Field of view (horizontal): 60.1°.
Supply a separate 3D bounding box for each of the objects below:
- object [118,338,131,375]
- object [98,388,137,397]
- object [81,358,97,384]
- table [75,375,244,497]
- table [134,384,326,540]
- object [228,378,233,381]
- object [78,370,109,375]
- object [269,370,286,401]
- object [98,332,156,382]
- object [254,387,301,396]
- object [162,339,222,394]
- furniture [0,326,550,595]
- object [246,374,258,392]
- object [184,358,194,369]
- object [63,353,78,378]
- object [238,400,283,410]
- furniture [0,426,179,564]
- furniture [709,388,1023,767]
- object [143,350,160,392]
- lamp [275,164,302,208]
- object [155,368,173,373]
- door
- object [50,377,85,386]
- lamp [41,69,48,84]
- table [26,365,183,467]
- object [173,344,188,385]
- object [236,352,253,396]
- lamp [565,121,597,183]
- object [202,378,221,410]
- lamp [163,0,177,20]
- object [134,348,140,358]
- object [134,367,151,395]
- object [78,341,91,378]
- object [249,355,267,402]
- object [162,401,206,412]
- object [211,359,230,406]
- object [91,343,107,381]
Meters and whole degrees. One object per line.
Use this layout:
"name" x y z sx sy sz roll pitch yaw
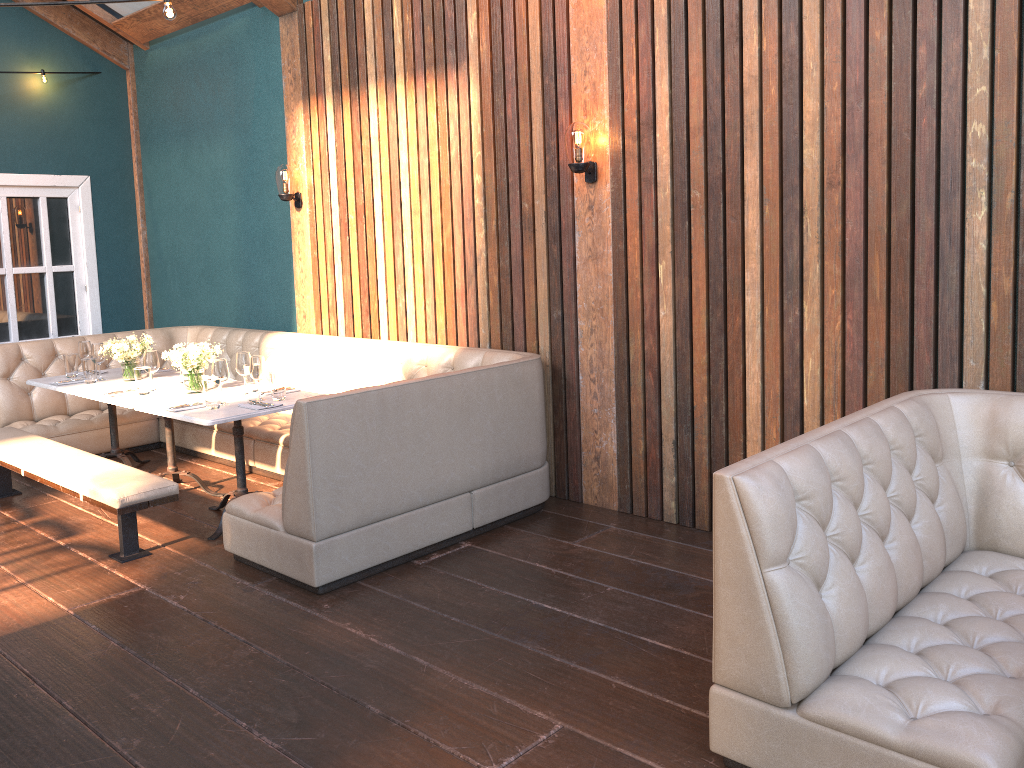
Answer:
"object" -2.663 -0.191 6.083 0.092 0.243 0.093 -3 6 -5
"object" -2.308 0.046 5.257 0.158 0.019 0.256 7 13 42
"object" -2.723 -0.084 5.707 0.092 0.157 0.092 2 8 29
"table" -2.111 0.352 5.467 0.801 0.667 0.803 5 11 43
"table" -1.510 0.422 4.915 0.800 0.667 0.803 5 10 41
"object" -1.908 -0.023 5.588 0.158 0.019 0.256 7 13 42
"object" -2.915 -0.082 6.156 0.256 0.019 0.158 7 13 43
"object" -1.276 0.010 4.833 0.092 0.157 0.092 2 8 29
"object" -2.498 -0.175 5.751 0.329 0.307 0.339 -1 8 8
"object" -1.356 0.042 5.081 0.158 0.019 0.256 7 13 42
"object" -1.876 -0.106 5.199 0.336 0.307 0.331 -3 8 -5
"furniture" -1.799 0.197 5.763 4.168 0.853 1.719 7 12 42
"object" -1.509 -0.034 5.146 0.092 0.157 0.092 2 8 29
"object" -2.061 -0.098 5.653 0.092 0.157 0.092 2 8 29
"object" -2.989 -0.123 6.000 0.092 0.157 0.092 2 8 29
"object" -1.346 0.106 4.690 0.256 0.019 0.158 7 13 43
"furniture" -2.568 0.582 4.997 2.334 0.396 0.314 7 11 42
"furniture" 2.644 0.717 1.677 4.168 0.853 1.719 7 12 42
"object" -2.150 -0.077 5.282 0.092 0.243 0.093 -2 6 1
"lamp" -1.658 -1.462 6.540 0.146 0.318 0.179 4 9 43
"object" -2.497 -0.092 6.130 0.158 0.019 0.256 7 13 42
"door" -6.642 -0.232 5.277 0.174 2.193 8.219 3 10 42
"object" -2.871 -0.022 5.786 0.158 0.019 0.256 7 13 42
"lamp" -4.054 -2.664 7.666 0.056 0.120 0.057 1 7 25
"table" -2.711 0.282 6.019 0.800 0.667 0.803 5 11 42
"object" -2.074 -0.123 5.541 0.092 0.243 0.093 -2 6 1
"object" -1.522 -0.058 5.033 0.092 0.243 0.093 -2 6 1
"lamp" 0.363 -1.225 4.681 0.146 0.318 0.179 4 9 43
"object" -1.572 0.051 4.642 0.092 0.157 0.092 2 8 29
"lamp" -1.456 -1.606 3.756 0.056 0.120 0.057 0 7 20
"object" -2.650 -0.167 6.195 0.092 0.157 0.092 2 8 29
"object" -2.160 -0.017 5.178 0.092 0.157 0.092 2 8 29
"object" -2.882 -0.167 5.984 0.092 0.243 0.093 -3 6 -5
"object" -1.387 -0.031 4.841 0.092 0.243 0.093 -2 6 1
"object" -1.720 0.114 4.720 0.158 0.019 0.256 7 13 42
"object" -1.562 -0.009 4.746 0.092 0.243 0.093 -2 6 1
"object" -2.713 -0.145 5.811 0.092 0.243 0.093 -3 6 -5
